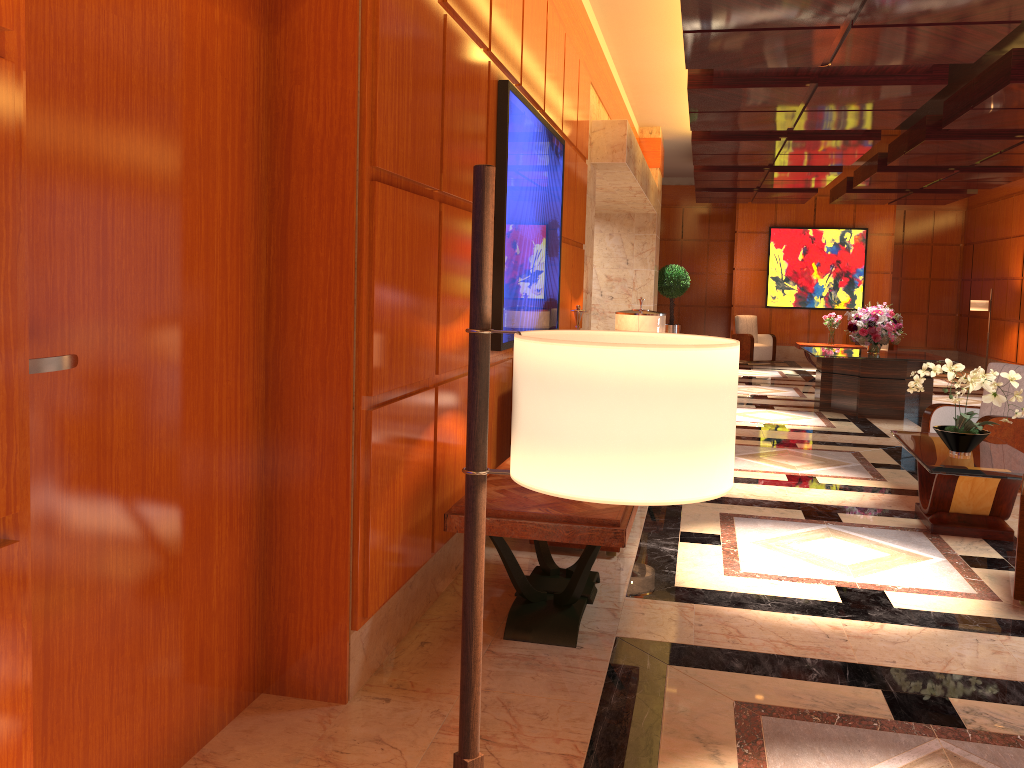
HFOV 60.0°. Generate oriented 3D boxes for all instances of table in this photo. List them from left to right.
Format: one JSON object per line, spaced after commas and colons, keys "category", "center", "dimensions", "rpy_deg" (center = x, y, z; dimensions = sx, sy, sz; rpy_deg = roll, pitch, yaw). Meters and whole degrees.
{"category": "table", "center": [0.209, 0.744, 4.095], "dimensions": [0.726, 0.605, 1.274], "rpy_deg": [3, 6, 12]}
{"category": "table", "center": [5.862, -0.454, 16.360], "dimensions": [1.168, 0.532, 0.727], "rpy_deg": [3, 6, 12]}
{"category": "table", "center": [4.574, -0.019, 11.282], "dimensions": [1.601, 0.742, 1.605], "rpy_deg": [3, 6, 12]}
{"category": "table", "center": [2.960, 0.689, 5.792], "dimensions": [0.723, 0.494, 1.565], "rpy_deg": [3, 6, 15]}

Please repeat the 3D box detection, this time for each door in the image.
{"category": "door", "center": [-0.872, -0.113, 2.337], "dimensions": [0.340, 2.643, 1.542], "rpy_deg": [3, 5, 12]}

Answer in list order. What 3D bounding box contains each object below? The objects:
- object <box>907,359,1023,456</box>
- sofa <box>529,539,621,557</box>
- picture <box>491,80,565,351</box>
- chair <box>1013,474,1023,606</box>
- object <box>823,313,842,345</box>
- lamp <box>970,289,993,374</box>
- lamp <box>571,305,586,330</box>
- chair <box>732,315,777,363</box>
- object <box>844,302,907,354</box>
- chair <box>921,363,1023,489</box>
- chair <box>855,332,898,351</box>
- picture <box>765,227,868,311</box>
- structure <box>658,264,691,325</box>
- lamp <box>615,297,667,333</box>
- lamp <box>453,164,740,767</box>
{"category": "object", "center": [2.896, 0.145, 5.648], "dimensions": [0.788, 0.615, 0.419], "rpy_deg": [1, 5, -11]}
{"category": "sofa", "center": [0.508, 0.389, 5.763], "dimensions": [0.613, 0.929, 1.804], "rpy_deg": [3, 6, 12]}
{"category": "picture", "center": [0.143, -1.007, 5.756], "dimensions": [0.056, 1.447, 2.003], "rpy_deg": [3, 6, 12]}
{"category": "chair", "center": [2.875, 0.615, 4.271], "dimensions": [0.739, 0.958, 0.630], "rpy_deg": [5, 6, 31]}
{"category": "object", "center": [5.900, -1.019, 16.345], "dimensions": [0.351, 0.594, 0.327], "rpy_deg": [5, 6, 32]}
{"category": "lamp", "center": [8.848, -0.958, 16.605], "dimensions": [0.526, 1.656, 0.361], "rpy_deg": [2, 4, 2]}
{"category": "lamp", "center": [0.283, 0.043, 3.962], "dimensions": [0.459, 0.791, 0.460], "rpy_deg": [-1, 5, -26]}
{"category": "chair", "center": [5.063, -0.951, 18.586], "dimensions": [0.738, 0.958, 0.630], "rpy_deg": [-1, 6, -29]}
{"category": "object", "center": [4.592, -0.715, 11.212], "dimensions": [0.650, 0.656, 0.682], "rpy_deg": [2, 5, 3]}
{"category": "chair", "center": [3.792, 0.318, 7.118], "dimensions": [0.628, 0.958, 0.740], "rpy_deg": [1, 5, -9]}
{"category": "chair", "center": [7.443, -0.825, 18.084], "dimensions": [0.739, 0.958, 0.630], "rpy_deg": [5, 6, 31]}
{"category": "picture", "center": [6.464, -2.455, 18.841], "dimensions": [1.997, 1.731, 0.057], "rpy_deg": [3, 4, 12]}
{"category": "structure", "center": [3.104, -1.490, 17.263], "dimensions": [0.721, 1.707, 0.724], "rpy_deg": [1, 5, -10]}
{"category": "lamp", "center": [1.155, -0.385, 8.015], "dimensions": [0.459, 0.807, 0.460], "rpy_deg": [4, 5, 21]}
{"category": "lamp", "center": [0.022, 0.533, 1.257], "dimensions": [0.526, 1.656, 0.361], "rpy_deg": [2, 4, 2]}
